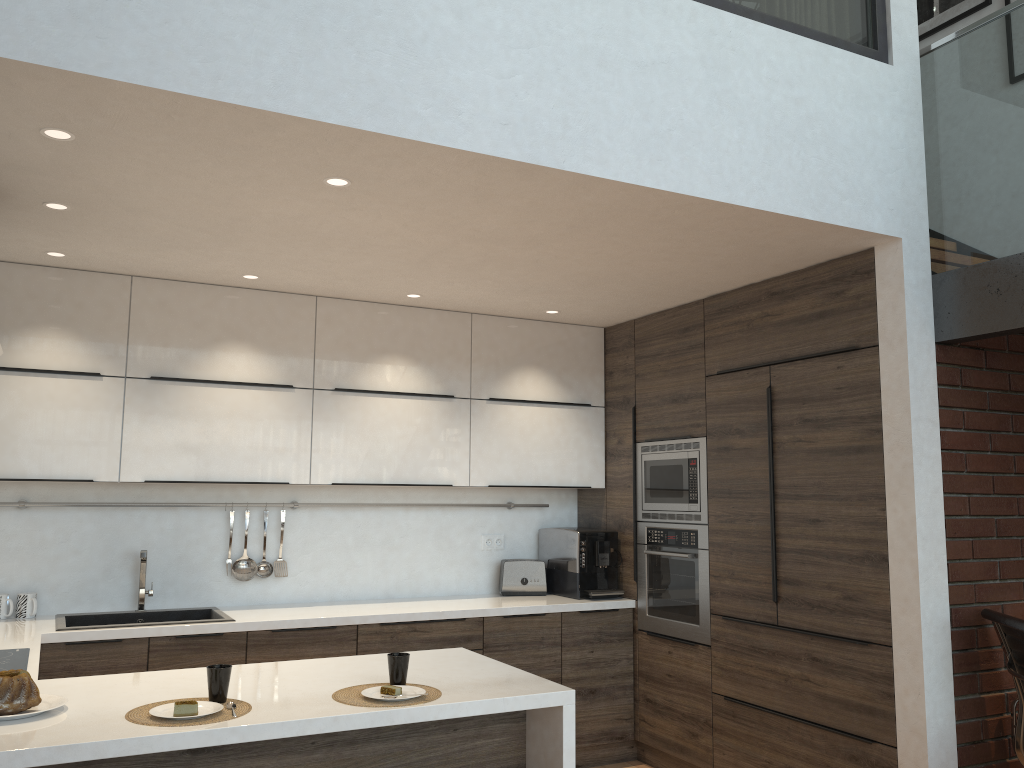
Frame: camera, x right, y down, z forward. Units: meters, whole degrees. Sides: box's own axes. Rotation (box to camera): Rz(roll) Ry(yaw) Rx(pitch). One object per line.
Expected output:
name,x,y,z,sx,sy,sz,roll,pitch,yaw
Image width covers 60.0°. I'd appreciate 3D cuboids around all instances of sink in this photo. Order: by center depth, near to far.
sink,-1.643,1.015,3.965,0.706,0.518,0.512,4,-8,-27

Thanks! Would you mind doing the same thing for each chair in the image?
chair,2.044,1.315,3.071,0.700,0.991,0.651,0,-7,7

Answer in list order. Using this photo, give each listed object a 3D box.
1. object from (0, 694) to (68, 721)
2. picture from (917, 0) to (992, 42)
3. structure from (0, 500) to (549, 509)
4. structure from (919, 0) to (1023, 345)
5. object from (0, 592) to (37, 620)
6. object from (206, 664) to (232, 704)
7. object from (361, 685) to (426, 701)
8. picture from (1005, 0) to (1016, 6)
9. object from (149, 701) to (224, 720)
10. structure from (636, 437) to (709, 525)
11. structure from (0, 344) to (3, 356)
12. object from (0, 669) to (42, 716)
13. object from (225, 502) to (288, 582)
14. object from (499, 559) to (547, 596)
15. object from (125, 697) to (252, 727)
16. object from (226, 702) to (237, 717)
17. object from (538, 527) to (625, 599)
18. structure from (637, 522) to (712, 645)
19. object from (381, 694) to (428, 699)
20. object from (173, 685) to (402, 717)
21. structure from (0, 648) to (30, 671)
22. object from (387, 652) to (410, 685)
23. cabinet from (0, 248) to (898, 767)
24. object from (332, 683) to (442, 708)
object,-1.265,0.819,2.236,0.261,0.021,0.261,5,-9,-32
picture,2.357,-2.443,4.984,0.025,0.990,0.654,4,-8,-27
structure,-1.123,0.628,4.595,3.000,0.045,0.050,4,-8,-27
structure,2.833,0.234,2.459,1.289,3.460,5.660,4,-8,-27
object,-2.262,0.984,3.917,0.297,0.105,0.112,4,-8,-25
object,-0.783,0.801,2.366,0.066,0.093,0.066,-1,-7,8
object,-0.325,0.853,2.437,0.176,0.014,0.176,3,-8,-23
picture,2.739,-2.059,4.180,0.025,0.990,0.871,4,-8,-27
object,-0.817,0.823,2.227,0.176,0.014,0.176,6,-9,-37
structure,1.022,0.523,4.710,0.459,0.430,0.595,4,-8,-27
structure,-1.891,-0.259,2.872,0.407,0.998,0.898,4,-8,-27
object,-1.279,0.780,2.246,0.155,0.101,0.161,5,-9,-31
object,-1.290,0.794,4.479,0.320,0.389,0.069,4,-8,-26
object,0.062,1.097,5.035,0.260,0.195,0.177,1,-7,-7
object,-0.823,0.836,2.265,0.305,0.002,0.305,-4,-9,32
object,-0.712,0.830,2.262,0.025,0.011,0.126,4,-8,-23
object,0.396,1.010,5.049,0.274,0.378,0.532,4,-8,-27
structure,1.002,1.018,4.639,0.495,0.570,0.595,4,-8,-27
object,-0.290,0.845,2.398,0.126,0.012,0.025,1,-7,-8
object,-0.570,0.822,2.323,0.597,0.039,0.064,5,-8,-31
structure,-1.820,0.890,2.762,0.550,0.006,0.609,4,-8,-27
object,-0.329,0.829,2.563,0.066,0.093,0.066,-5,-9,36
cabinet,-0.569,0.649,3.553,3.495,2.401,2.401,4,-8,-27
object,-0.348,0.866,2.473,0.304,0.002,0.304,0,-7,5
